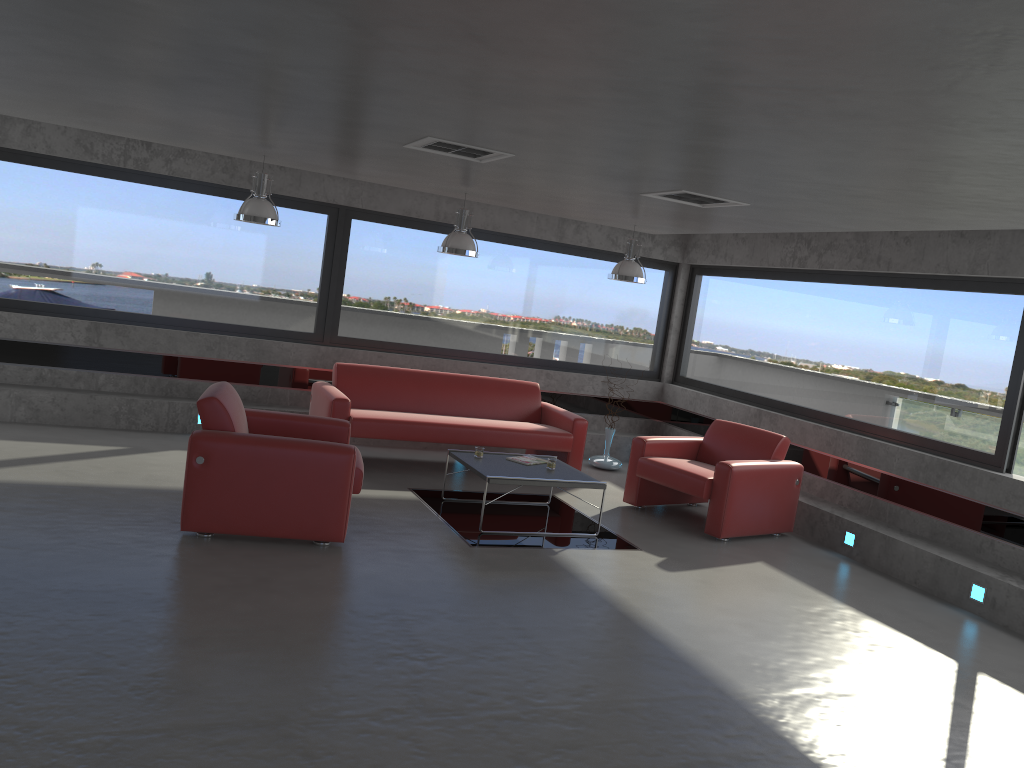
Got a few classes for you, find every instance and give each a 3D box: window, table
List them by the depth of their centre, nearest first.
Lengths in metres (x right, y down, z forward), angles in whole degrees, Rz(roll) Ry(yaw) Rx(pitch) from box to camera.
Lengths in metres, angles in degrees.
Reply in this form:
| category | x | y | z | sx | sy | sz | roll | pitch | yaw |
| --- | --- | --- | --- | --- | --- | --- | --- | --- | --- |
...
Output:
| category | x | y | z | sx | sy | sz | roll | pitch | yaw |
| --- | --- | --- | --- | --- | --- | --- | --- | --- | --- |
| table | 0.074 | 0.877 | 7.237 | 1.018 | 0.436 | 0.994 | 6 | 6 | -23 |
| window | 3.054 | -0.402 | 8.936 | 0.003 | 1.364 | 4.583 | 6 | 6 | -23 |
| window | -1.696 | -1.144 | 9.565 | 7.800 | 1.364 | 0.003 | 6 | 6 | -23 |

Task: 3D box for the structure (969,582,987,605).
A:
| category | x | y | z | sx | sy | sz | roll | pitch | yaw |
| --- | --- | --- | --- | --- | --- | --- | --- | --- | --- |
| structure | 3.340 | 1.500 | 6.359 | 0.004 | 0.123 | 0.123 | 6 | 6 | -23 |

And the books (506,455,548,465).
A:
| category | x | y | z | sx | sy | sz | roll | pitch | yaw |
| --- | --- | --- | --- | --- | --- | --- | --- | --- | --- |
| books | 0.138 | 0.640 | 7.496 | 0.228 | 0.022 | 0.326 | 12 | 7 | 37 |

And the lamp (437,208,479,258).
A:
| category | x | y | z | sx | sy | sz | roll | pitch | yaw |
| --- | --- | --- | --- | --- | --- | --- | --- | --- | --- |
| lamp | -0.471 | -1.400 | 8.158 | 0.388 | 0.422 | 0.389 | 6 | 6 | -23 |

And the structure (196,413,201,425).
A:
| category | x | y | z | sx | sy | sz | roll | pitch | yaw |
| --- | --- | --- | --- | --- | --- | --- | --- | --- | --- |
| structure | -3.038 | 0.348 | 8.736 | 0.123 | 0.123 | 0.004 | 6 | 6 | -23 |

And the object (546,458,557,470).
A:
| category | x | y | z | sx | sy | sz | roll | pitch | yaw |
| --- | --- | --- | --- | --- | --- | --- | --- | --- | --- |
| object | 0.325 | 0.658 | 7.303 | 0.079 | 0.077 | 0.079 | 7 | 6 | -15 |

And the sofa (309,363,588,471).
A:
| category | x | y | z | sx | sy | sz | roll | pitch | yaw |
| --- | --- | --- | --- | --- | --- | --- | --- | --- | --- |
| sofa | -0.617 | 0.363 | 8.842 | 2.626 | 0.854 | 1.120 | 6 | 6 | -23 |

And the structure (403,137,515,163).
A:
| category | x | y | z | sx | sy | sz | roll | pitch | yaw |
| --- | --- | --- | --- | --- | --- | --- | --- | --- | --- |
| structure | -0.328 | -1.589 | 5.594 | 0.563 | 0.240 | 0.563 | 6 | 6 | -23 |

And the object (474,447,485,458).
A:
| category | x | y | z | sx | sy | sz | roll | pitch | yaw |
| --- | --- | --- | --- | --- | --- | --- | --- | --- | --- |
| object | -0.272 | 0.567 | 7.367 | 0.079 | 0.077 | 0.079 | 3 | 8 | -40 |

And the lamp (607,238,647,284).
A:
| category | x | y | z | sx | sy | sz | roll | pitch | yaw |
| --- | --- | --- | --- | --- | --- | --- | --- | --- | --- |
| lamp | 1.176 | -1.237 | 8.865 | 0.389 | 0.422 | 0.388 | 4 | 7 | -34 |

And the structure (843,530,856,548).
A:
| category | x | y | z | sx | sy | sz | roll | pitch | yaw |
| --- | --- | --- | --- | --- | --- | --- | --- | --- | --- |
| structure | 2.862 | 1.314 | 7.515 | 0.004 | 0.123 | 0.123 | 6 | 6 | -23 |

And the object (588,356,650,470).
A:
| category | x | y | z | sx | sy | sz | roll | pitch | yaw |
| --- | --- | --- | --- | --- | --- | --- | --- | --- | --- |
| object | 1.162 | 0.314 | 10.017 | 0.466 | 1.289 | 0.531 | 7 | 6 | -11 |

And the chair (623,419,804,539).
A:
| category | x | y | z | sx | sy | sz | roll | pitch | yaw |
| --- | --- | --- | --- | --- | --- | --- | --- | --- | --- |
| chair | 1.802 | 0.791 | 8.036 | 1.130 | 0.854 | 1.196 | 4 | 7 | -38 |

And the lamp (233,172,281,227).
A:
| category | x | y | z | sx | sy | sz | roll | pitch | yaw |
| --- | --- | --- | --- | --- | --- | --- | --- | --- | --- |
| lamp | -2.118 | -1.563 | 7.451 | 0.388 | 0.422 | 0.389 | 6 | 6 | -23 |

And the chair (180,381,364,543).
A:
| category | x | y | z | sx | sy | sz | roll | pitch | yaw |
| --- | --- | --- | --- | --- | --- | --- | --- | --- | --- |
| chair | -1.610 | 0.492 | 6.195 | 1.130 | 0.854 | 1.196 | 7 | 6 | -13 |

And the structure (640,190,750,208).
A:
| category | x | y | z | sx | sy | sz | roll | pitch | yaw |
| --- | --- | --- | --- | --- | --- | --- | --- | --- | --- |
| structure | 1.309 | -1.427 | 6.297 | 0.563 | 0.240 | 0.563 | 6 | 6 | -23 |
